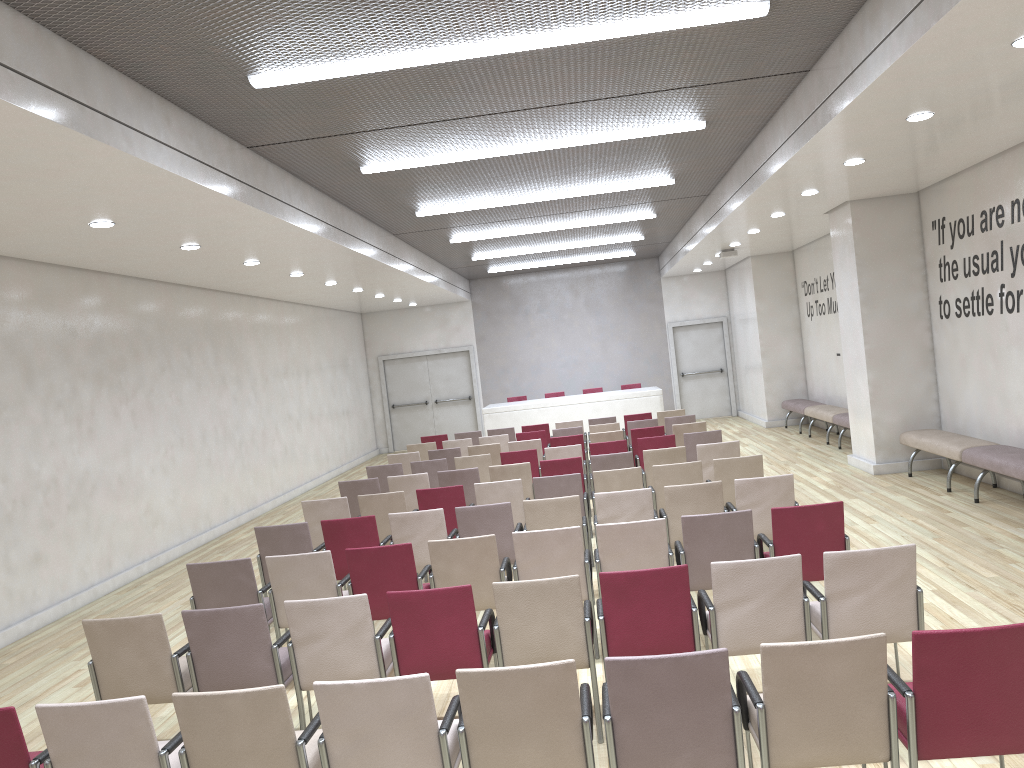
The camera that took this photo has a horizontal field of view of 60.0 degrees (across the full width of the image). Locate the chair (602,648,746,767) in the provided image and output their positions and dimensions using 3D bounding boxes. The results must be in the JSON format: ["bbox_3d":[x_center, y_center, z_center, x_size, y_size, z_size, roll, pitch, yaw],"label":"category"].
[{"bbox_3d":[0.634,1.405,3.519,0.513,0.890,0.640,-6,2,6],"label":"chair"}]

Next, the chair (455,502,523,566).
[{"bbox_3d":[-0.158,1.380,7.288,0.513,0.890,0.640,-6,2,5],"label":"chair"}]

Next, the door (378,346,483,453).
[{"bbox_3d":[-1.991,0.384,21.900,2.373,2.400,0.200,-6,2,5],"label":"door"}]

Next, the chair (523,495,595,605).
[{"bbox_3d":[0.377,1.321,7.246,0.513,0.890,0.640,-6,2,5],"label":"chair"}]

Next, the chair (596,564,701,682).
[{"bbox_3d":[0.730,1.356,4.756,0.513,0.890,0.640,-6,2,4],"label":"chair"}]

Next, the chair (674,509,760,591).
[{"bbox_3d":[1.376,1.247,5.939,0.513,0.890,0.640,-6,2,6],"label":"chair"}]

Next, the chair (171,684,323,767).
[{"bbox_3d":[-1.002,1.586,3.664,0.513,0.890,0.640,-6,2,6],"label":"chair"}]

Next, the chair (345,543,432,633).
[{"bbox_3d":[-0.803,1.489,6.108,0.513,0.890,0.640,-6,2,5],"label":"chair"}]

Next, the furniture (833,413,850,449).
[{"bbox_3d":[5.315,0.747,13.311,0.530,0.550,1.833,-6,2,5],"label":"furniture"}]

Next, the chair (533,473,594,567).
[{"bbox_3d":[0.487,1.271,8.472,0.513,0.890,0.640,-6,2,6],"label":"chair"}]

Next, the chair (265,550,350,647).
[{"bbox_3d":[-1.341,1.549,6.157,0.513,0.890,0.640,-6,2,5],"label":"chair"}]

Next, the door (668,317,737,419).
[{"bbox_3d":[4.569,-0.342,21.338,1.400,2.400,0.200,-6,2,5],"label":"door"}]

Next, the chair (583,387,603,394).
[{"bbox_3d":[1.837,0.551,19.646,0.513,0.890,0.640,-6,2,4],"label":"chair"}]

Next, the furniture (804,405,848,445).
[{"bbox_3d":[5.465,0.674,15.159,0.530,0.550,1.833,-6,2,5],"label":"furniture"}]

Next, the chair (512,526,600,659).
[{"bbox_3d":[0.296,1.367,6.032,0.513,0.890,0.640,-6,2,5],"label":"chair"}]

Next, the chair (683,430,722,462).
[{"bbox_3d":[2.321,0.993,10.785,0.513,0.890,0.640,-6,2,4],"label":"chair"}]

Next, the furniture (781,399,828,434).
[{"bbox_3d":[5.615,0.601,17.009,0.530,0.550,1.833,-6,2,5],"label":"furniture"}]

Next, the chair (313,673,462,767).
[{"bbox_3d":[-0.450,1.525,3.611,0.513,0.890,0.640,-6,2,6],"label":"chair"}]

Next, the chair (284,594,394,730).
[{"bbox_3d":[-0.894,1.536,4.902,0.513,0.890,0.640,-6,2,5],"label":"chair"}]

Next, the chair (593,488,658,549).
[{"bbox_3d":[0.940,1.258,7.207,0.513,0.890,0.640,-6,2,6],"label":"chair"}]

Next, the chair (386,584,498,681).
[{"bbox_3d":[-0.351,1.476,4.847,0.513,0.890,0.640,-6,2,6],"label":"chair"}]

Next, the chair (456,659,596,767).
[{"bbox_3d":[0.080,1.466,3.577,0.513,0.890,0.640,-6,2,4],"label":"chair"}]

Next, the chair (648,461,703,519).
[{"bbox_3d":[1.571,1.151,8.375,0.513,0.890,0.640,-6,2,4],"label":"chair"}]

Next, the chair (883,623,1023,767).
[{"bbox_3d":[1.718,1.285,3.434,0.513,0.890,0.640,-6,2,5],"label":"chair"}]

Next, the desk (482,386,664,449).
[{"bbox_3d":[1.310,0.794,18.589,3.652,1.042,1.456,-6,2,5],"label":"desk"}]

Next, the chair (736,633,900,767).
[{"bbox_3d":[1.185,1.343,3.485,0.513,0.890,0.640,-6,2,4],"label":"chair"}]

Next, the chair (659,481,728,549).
[{"bbox_3d":[1.474,1.199,7.162,0.513,0.890,0.640,-6,2,5],"label":"chair"}]

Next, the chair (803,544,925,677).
[{"bbox_3d":[1.826,1.235,4.659,0.513,0.890,0.640,-6,2,4],"label":"chair"}]

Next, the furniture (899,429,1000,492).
[{"bbox_3d":[5.071,0.865,10.311,0.530,0.550,1.833,-6,2,5],"label":"furniture"}]

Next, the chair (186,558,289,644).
[{"bbox_3d":[-1.890,1.609,6.219,0.513,0.890,0.640,-6,2,4],"label":"chair"}]

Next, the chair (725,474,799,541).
[{"bbox_3d":[2.010,1.140,7.111,0.513,0.890,0.640,-6,2,6],"label":"chair"}]

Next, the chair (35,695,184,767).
[{"bbox_3d":[-1.551,1.646,3.715,0.513,0.890,0.640,-6,2,5],"label":"chair"}]

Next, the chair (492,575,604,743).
[{"bbox_3d":[0.193,1.416,4.796,0.513,0.890,0.640,-6,2,5],"label":"chair"}]

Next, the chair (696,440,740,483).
[{"bbox_3d":[2.218,1.042,9.560,0.513,0.890,0.640,-6,2,4],"label":"chair"}]

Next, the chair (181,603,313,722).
[{"bbox_3d":[-1.444,1.597,4.945,0.513,0.890,0.640,-6,2,5],"label":"chair"}]

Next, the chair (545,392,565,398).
[{"bbox_3d":[0.988,0.645,19.719,0.513,0.890,0.640,-6,2,4],"label":"chair"}]

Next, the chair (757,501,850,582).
[{"bbox_3d":[1.928,1.187,5.874,0.513,0.890,0.640,-6,2,5],"label":"chair"}]

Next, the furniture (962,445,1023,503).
[{"bbox_3d":[4.921,0.939,8.460,0.530,0.550,1.833,-6,2,5],"label":"furniture"}]

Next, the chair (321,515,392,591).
[{"bbox_3d":[-1.244,1.500,7.395,0.513,0.890,0.640,-6,2,4],"label":"chair"}]

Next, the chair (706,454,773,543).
[{"bbox_3d":[2.118,1.090,8.344,0.513,0.890,0.640,-6,2,5],"label":"chair"}]

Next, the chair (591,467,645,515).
[{"bbox_3d":[1.033,1.210,8.436,0.513,0.890,0.640,-6,2,4],"label":"chair"}]

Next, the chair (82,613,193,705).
[{"bbox_3d":[-1.985,1.657,4.985,0.513,0.890,0.640,-6,2,6],"label":"chair"}]

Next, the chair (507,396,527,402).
[{"bbox_3d":[0.138,0.739,19.792,0.513,0.890,0.640,-6,2,4],"label":"chair"}]

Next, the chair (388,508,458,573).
[{"bbox_3d":[-0.693,1.439,7.352,0.513,0.890,0.640,-6,2,5],"label":"chair"}]

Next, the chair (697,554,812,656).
[{"bbox_3d":[1.281,1.295,4.710,0.513,0.890,0.640,-6,2,4],"label":"chair"}]

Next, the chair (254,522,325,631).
[{"bbox_3d":[-1.787,1.560,7.440,0.513,0.890,0.640,-6,2,5],"label":"chair"}]

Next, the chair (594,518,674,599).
[{"bbox_3d":[0.830,1.308,5.975,0.513,0.890,0.640,-6,2,5],"label":"chair"}]

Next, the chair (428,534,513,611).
[{"bbox_3d":[-0.259,1.429,6.068,0.513,0.890,0.640,-6,2,4],"label":"chair"}]

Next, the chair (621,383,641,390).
[{"bbox_3d":[2.687,0.457,19.574,0.513,0.890,0.640,-6,2,4],"label":"chair"}]
